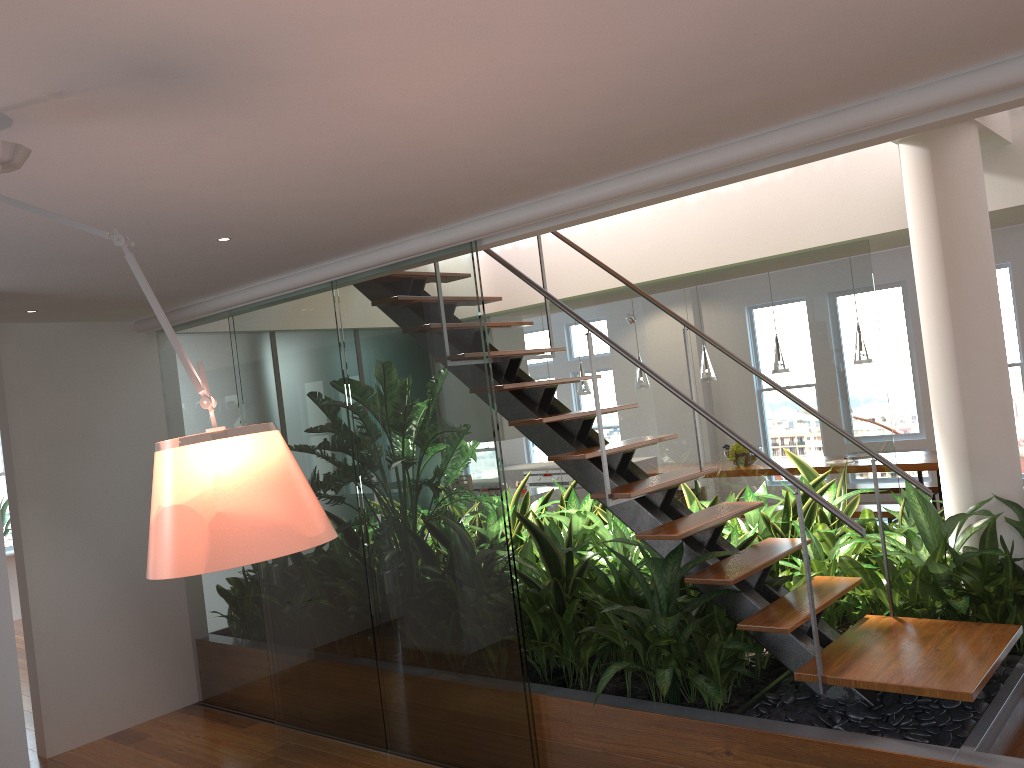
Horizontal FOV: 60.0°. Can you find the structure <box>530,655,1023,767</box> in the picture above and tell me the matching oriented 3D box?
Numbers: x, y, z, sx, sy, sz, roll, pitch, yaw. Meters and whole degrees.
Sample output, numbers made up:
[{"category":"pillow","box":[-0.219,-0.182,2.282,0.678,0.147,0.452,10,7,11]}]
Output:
[{"category":"structure","box":[1.137,1.388,4.883,5.584,0.386,3.088,-7,-1,40]}]

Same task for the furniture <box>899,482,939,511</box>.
[{"category":"furniture","box":[3.408,1.137,8.234,1.433,0.389,0.316,-7,-1,40]}]

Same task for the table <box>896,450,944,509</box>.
[{"category":"table","box":[1.505,1.217,9.096,5.996,0.704,0.893,-7,-1,40]}]

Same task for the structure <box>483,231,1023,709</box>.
[{"category":"structure","box":[0.249,-0.603,5.174,4.591,4.265,2.552,-7,-1,40]}]
